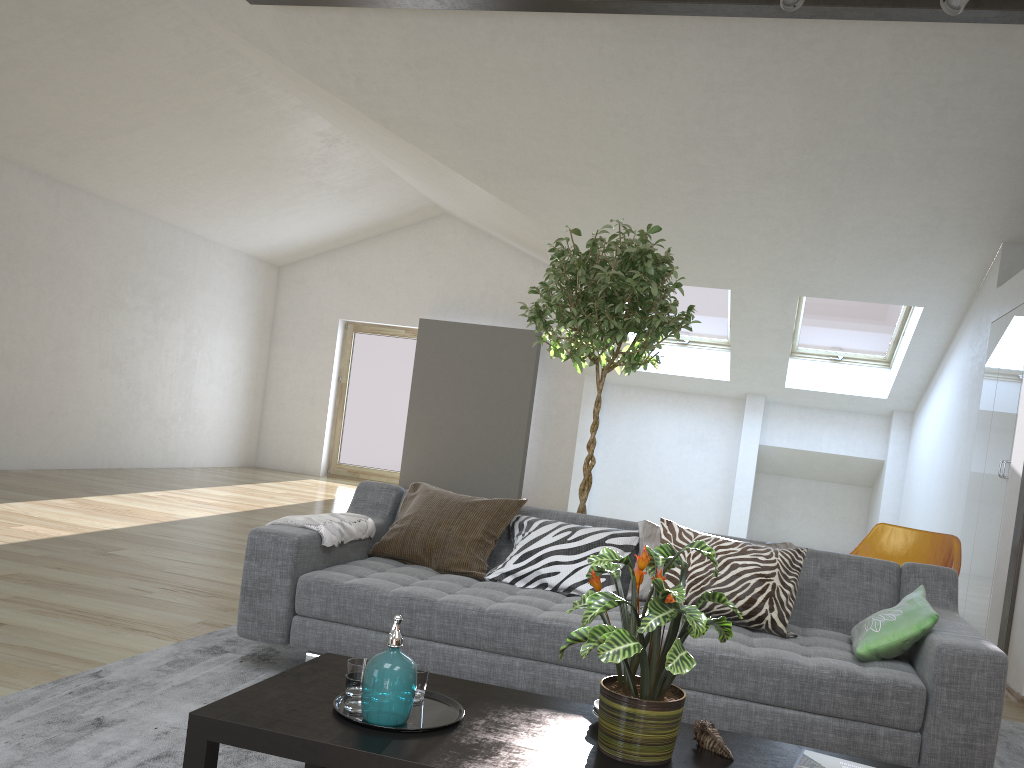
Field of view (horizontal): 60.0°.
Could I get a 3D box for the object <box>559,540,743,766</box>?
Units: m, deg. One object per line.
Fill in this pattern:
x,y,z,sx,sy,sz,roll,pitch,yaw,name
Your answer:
0.294,0.606,2.016,0.387,0.526,0.425,7,0,-11,object

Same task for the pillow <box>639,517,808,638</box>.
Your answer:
0.785,0.705,3.266,0.564,0.341,0.277,7,0,17,pillow

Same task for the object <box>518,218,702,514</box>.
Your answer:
0.357,0.241,4.127,0.822,2.022,0.791,7,1,-7,object

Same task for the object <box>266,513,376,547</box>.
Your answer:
-0.782,0.709,3.492,0.362,0.419,0.475,7,-1,18,object

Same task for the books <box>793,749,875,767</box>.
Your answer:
0.638,0.785,1.754,0.159,0.019,0.254,6,-3,25,books

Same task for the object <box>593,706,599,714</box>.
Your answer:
0.257,0.810,2.176,0.126,0.021,0.117,9,-3,-35,object

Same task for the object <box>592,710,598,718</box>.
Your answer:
0.256,0.820,2.176,0.126,0.021,0.117,9,-3,-35,object

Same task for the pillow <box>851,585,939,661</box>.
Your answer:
1.290,0.818,3.024,0.231,0.261,0.436,7,-2,17,pillow

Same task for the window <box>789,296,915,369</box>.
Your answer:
3.316,-0.575,8.738,1.493,0.730,1.875,7,-2,15,window

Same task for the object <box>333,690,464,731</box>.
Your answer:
-0.260,0.751,2.055,0.290,0.012,0.310,6,-3,29,object

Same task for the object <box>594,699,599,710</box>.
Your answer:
0.260,0.801,2.179,0.120,0.024,0.123,7,-3,10,object

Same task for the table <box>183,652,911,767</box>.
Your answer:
0.145,0.971,1.999,1.573,0.325,0.611,7,-2,13,table

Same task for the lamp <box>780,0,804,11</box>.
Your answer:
1.300,-1.847,4.087,0.156,0.254,0.158,7,0,7,lamp

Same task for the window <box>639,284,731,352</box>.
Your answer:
1.756,-0.762,9.088,1.493,0.730,1.875,7,-2,15,window

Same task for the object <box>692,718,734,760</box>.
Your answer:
0.468,0.820,2.060,0.070,0.078,0.122,8,-1,-17,object

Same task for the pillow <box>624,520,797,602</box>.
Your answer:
0.763,0.736,3.447,0.651,0.319,0.259,7,0,14,pillow

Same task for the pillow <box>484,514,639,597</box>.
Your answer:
0.207,0.691,3.526,0.569,0.284,0.353,7,-1,14,pillow

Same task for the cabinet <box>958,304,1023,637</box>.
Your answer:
3.215,0.589,5.825,0.122,2.245,1.770,8,0,17,cabinet

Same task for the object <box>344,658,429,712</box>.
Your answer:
-0.303,0.697,2.099,0.095,0.107,0.238,7,-2,42,object

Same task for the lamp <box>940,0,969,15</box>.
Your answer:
1.997,-1.765,3.916,0.178,0.250,0.148,7,0,3,lamp

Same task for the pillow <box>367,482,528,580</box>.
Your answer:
-0.282,0.602,3.681,0.581,0.338,0.307,7,-1,23,pillow

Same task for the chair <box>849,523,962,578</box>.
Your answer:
2.199,1.192,5.146,0.724,0.723,0.648,8,-1,-45,chair

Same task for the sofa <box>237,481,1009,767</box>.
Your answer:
0.376,0.880,3.354,2.499,0.684,1.009,7,-1,13,sofa

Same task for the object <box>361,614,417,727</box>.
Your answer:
-0.268,0.630,1.973,0.114,0.240,0.124,8,1,40,object
